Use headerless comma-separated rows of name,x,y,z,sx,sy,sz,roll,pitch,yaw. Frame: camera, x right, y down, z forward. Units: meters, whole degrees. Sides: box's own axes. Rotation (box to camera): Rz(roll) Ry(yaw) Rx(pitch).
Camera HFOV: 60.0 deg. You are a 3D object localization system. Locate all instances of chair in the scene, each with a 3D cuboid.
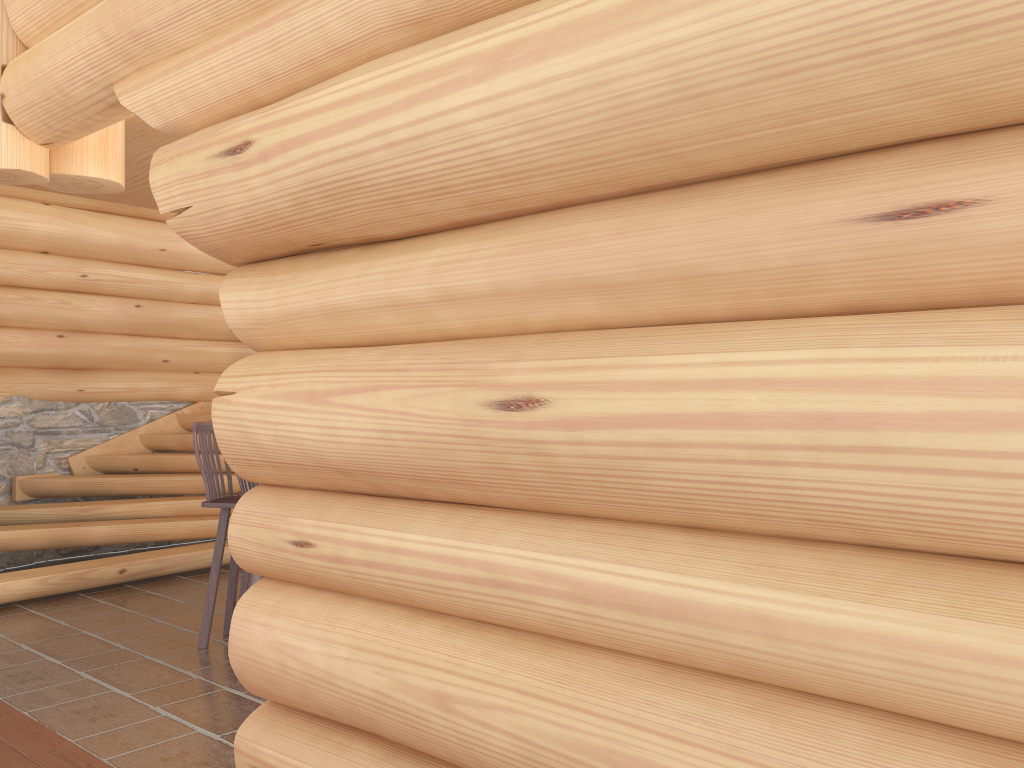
chair,-1.614,0.889,5.325,0.504,1.319,0.406,0,-1,10
chair,-1.553,0.897,5.843,0.504,1.319,0.406,0,-1,21
chair,-1.230,0.880,4.757,0.504,1.319,0.406,1,-1,-39

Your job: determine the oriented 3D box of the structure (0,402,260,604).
structure,-3.414,0.770,7.770,1.951,1.643,3.604,-1,-1,35
